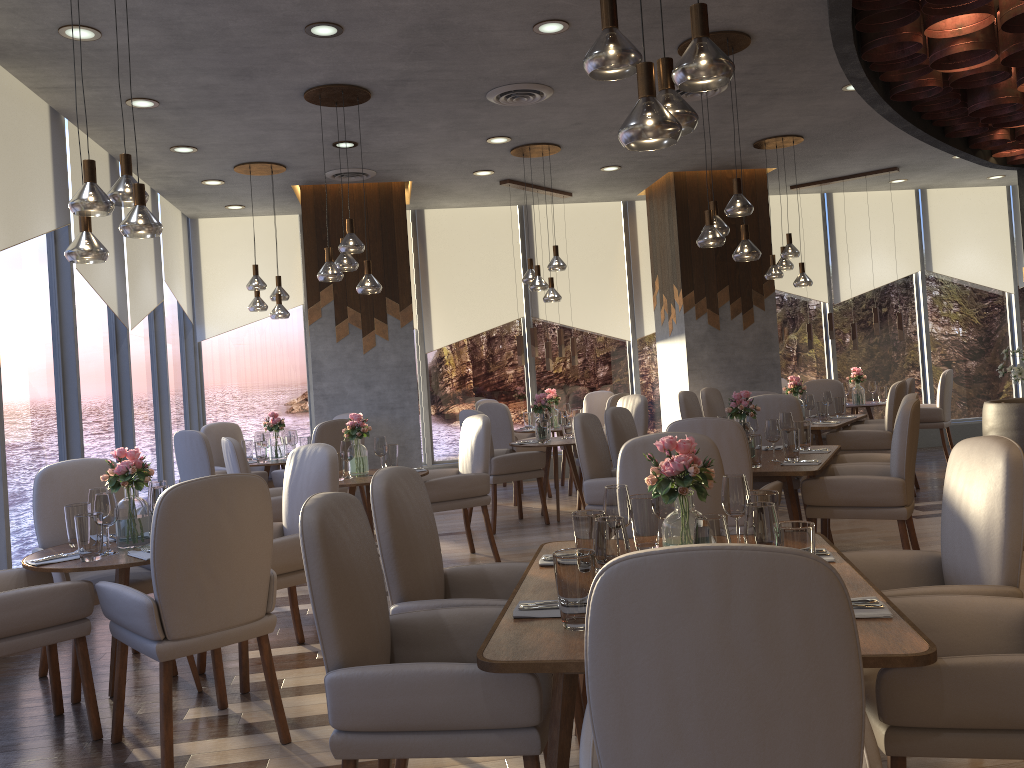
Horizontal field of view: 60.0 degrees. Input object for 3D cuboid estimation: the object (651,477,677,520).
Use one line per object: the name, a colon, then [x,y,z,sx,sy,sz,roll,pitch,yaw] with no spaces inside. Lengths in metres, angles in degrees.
object: [0.496,0.425,2.843,0.092,0.244,0.092,-4,-1,8]

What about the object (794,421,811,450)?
object: [1.847,0.327,5.624,0.102,0.178,0.102,-4,-1,-8]

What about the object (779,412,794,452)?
object: [1.738,0.302,5.605,0.092,0.244,0.092,-4,-1,-22]

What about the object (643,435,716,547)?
object: [0.479,0.349,2.493,0.210,0.416,0.198,-4,-1,4]

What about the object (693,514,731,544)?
object: [0.481,0.437,2.110,0.092,0.244,0.092,-4,-1,13]

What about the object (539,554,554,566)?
object: [0.215,0.557,2.849,0.255,0.019,0.157,-4,1,8]

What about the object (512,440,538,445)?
object: [0.131,0.496,7.573,0.255,0.019,0.157,-4,1,-34]

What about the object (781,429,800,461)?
object: [1.608,0.351,5.103,0.102,0.178,0.102,-4,-1,42]

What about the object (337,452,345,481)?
object: [-1.118,0.528,5.670,0.102,0.178,0.102,-4,-1,31]

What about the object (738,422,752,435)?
object: [1.314,0.339,5.007,0.092,0.244,0.092,-4,-1,8]

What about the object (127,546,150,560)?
object: [-1.414,0.659,3.501,0.157,0.019,0.255,-5,1,-43]

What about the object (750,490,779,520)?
object: [0.811,0.437,2.855,0.102,0.178,0.102,-3,-1,-35]

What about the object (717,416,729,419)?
object: [1.354,0.327,5.654,0.092,0.244,0.092,-5,-1,45]

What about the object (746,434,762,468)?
object: [1.334,0.372,4.899,0.102,0.178,0.102,-4,-1,34]

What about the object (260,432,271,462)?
object: [-2.080,0.533,7.495,0.092,0.244,0.092,-3,-1,-27]

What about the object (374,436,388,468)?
object: [-0.877,0.475,5.940,0.092,0.244,0.092,-3,-1,-43]

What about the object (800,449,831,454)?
object: [1.827,0.411,5.458,0.255,0.019,0.157,-3,1,26]

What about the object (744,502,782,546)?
object: [0.635,0.425,2.237,0.092,0.244,0.092,-3,-1,-39]

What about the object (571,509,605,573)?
object: [0.237,0.478,2.686,0.102,0.178,0.102,-4,-1,14]

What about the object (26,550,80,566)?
object: [-1.780,0.684,3.523,0.255,0.019,0.157,-5,1,-44]

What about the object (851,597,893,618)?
object: [0.763,0.531,2.121,0.255,0.019,0.157,-4,1,9]

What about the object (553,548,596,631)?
object: [0.154,0.491,2.119,0.102,0.178,0.102,-4,-1,14]

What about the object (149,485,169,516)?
object: [-1.448,0.546,3.667,0.092,0.244,0.092,-4,-1,27]

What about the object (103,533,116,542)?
object: [-1.761,0.676,3.934,0.157,0.019,0.255,-4,1,-40]

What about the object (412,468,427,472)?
object: [-0.707,0.577,5.908,0.255,0.019,0.157,-4,1,-23]

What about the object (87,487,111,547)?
object: [-1.753,0.565,3.771,0.092,0.244,0.092,-3,-1,-43]

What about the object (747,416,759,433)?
object: [1.542,0.313,5.704,0.092,0.244,0.092,-3,-1,-42]

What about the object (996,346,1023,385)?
object: [4.499,0.070,7.391,0.746,1.617,0.788,-4,-1,-2]

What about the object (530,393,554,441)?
object: [0.262,0.287,7.755,0.210,0.416,0.198,-4,-1,39]

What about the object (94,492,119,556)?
object: [-1.624,0.560,3.552,0.092,0.244,0.092,-3,-1,-24]

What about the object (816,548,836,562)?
object: [0.840,0.517,2.689,0.255,0.019,0.157,-4,1,9]

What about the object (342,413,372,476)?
object: [-1.038,0.400,5.968,0.198,0.416,0.210,-3,-1,-36]

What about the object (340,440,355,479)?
object: [-1.068,0.490,5.767,0.092,0.244,0.092,-4,-1,-22]

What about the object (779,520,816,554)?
object: [0.734,0.450,2.287,0.102,0.178,0.102,-4,-1,25]

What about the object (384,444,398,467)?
object: [-0.821,0.503,6.035,0.102,0.178,0.102,-4,-1,13]

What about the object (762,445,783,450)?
object: [1.688,0.415,5.793,0.157,0.019,0.255,-3,1,23]

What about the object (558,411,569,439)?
object: [0.451,0.359,7.775,0.092,0.244,0.092,-4,-1,38]

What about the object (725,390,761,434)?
object: [1.398,0.246,5.374,0.210,0.416,0.198,-4,-1,39]

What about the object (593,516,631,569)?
object: [0.247,0.452,2.173,0.092,0.244,0.092,-4,-1,-17]

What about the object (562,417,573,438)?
object: [0.491,0.388,7.876,0.102,0.178,0.102,-4,-1,-16]

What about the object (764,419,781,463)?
object: [1.498,0.325,5.083,0.092,0.244,0.092,-4,-1,-16]

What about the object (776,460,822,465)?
object: [1.587,0.434,4.937,0.255,0.019,0.157,-3,1,26]

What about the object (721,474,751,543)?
object: [0.712,0.411,2.805,0.092,0.244,0.092,-4,-1,12]

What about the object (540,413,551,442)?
object: [0.289,0.373,7.574,0.092,0.244,0.092,-4,-1,-14]

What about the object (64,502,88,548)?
object: [-1.857,0.605,3.796,0.102,0.178,0.102,-4,-1,-13]

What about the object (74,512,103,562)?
object: [-1.640,0.595,3.444,0.102,0.178,0.102,-4,-1,23]

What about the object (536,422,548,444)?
object: [0.255,0.410,7.470,0.102,0.178,0.102,-4,-1,-28]

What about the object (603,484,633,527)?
object: [0.330,0.438,2.740,0.092,0.244,0.092,-4,-1,28]

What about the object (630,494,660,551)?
object: [0.441,0.460,2.936,0.102,0.178,0.102,-4,-1,12]

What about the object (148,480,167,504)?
object: [-1.547,0.550,3.890,0.092,0.244,0.092,-4,-1,-14]

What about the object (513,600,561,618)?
object: [0.132,0.570,2.282,0.255,0.019,0.157,-4,1,8]

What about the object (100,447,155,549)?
object: [-1.602,0.470,3.722,0.210,0.416,0.197,-4,-1,-11]
